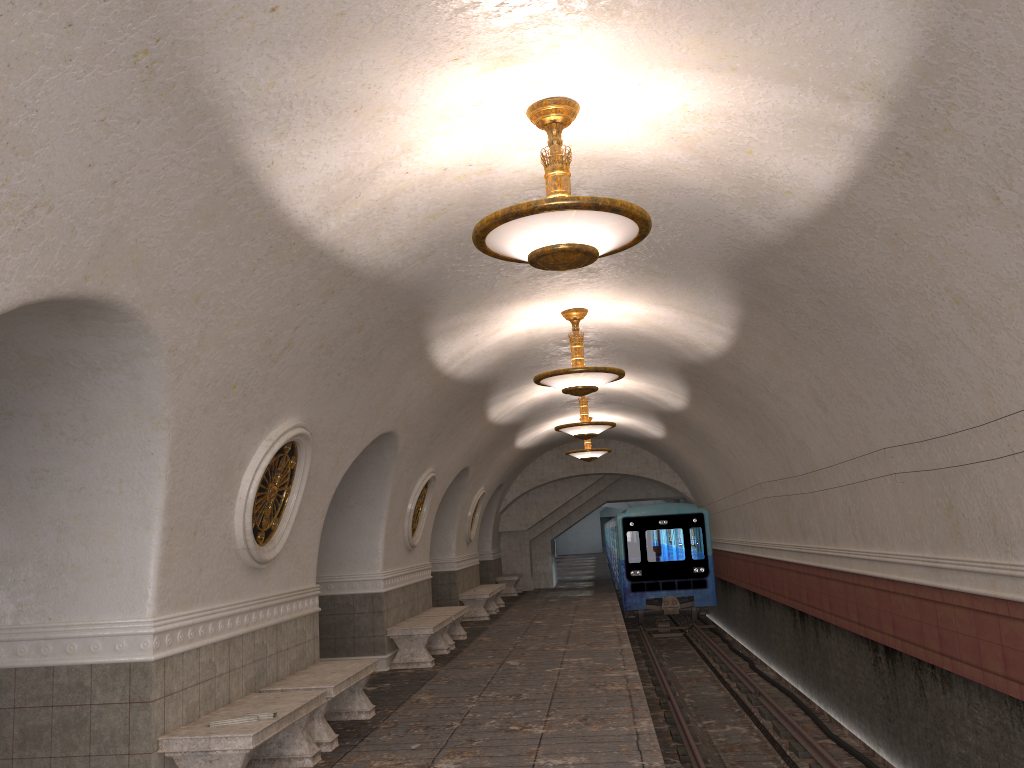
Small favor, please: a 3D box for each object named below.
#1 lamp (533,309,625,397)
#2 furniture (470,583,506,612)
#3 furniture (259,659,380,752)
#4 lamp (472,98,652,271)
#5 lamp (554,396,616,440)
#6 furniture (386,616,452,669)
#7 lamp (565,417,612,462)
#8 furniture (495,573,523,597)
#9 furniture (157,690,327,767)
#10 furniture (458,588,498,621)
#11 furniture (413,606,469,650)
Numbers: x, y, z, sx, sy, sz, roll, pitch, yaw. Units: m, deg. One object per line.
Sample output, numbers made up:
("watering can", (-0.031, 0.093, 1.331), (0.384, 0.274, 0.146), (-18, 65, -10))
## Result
("lamp", (0.722, -0.330, 9.779), (1.008, 0.955, 1.008), (-7, -10, 21))
("furniture", (-0.501, 4.720, 19.559), (0.613, 0.508, 1.509), (-4, -10, 5))
("furniture", (-1.639, 2.798, 7.786), (0.613, 0.508, 1.509), (-4, -10, 5))
("lamp", (0.263, -1.105, 5.034), (1.008, 0.955, 1.008), (-2, -10, -11))
("lamp", (1.181, 0.444, 14.523), (1.008, 0.955, 1.008), (-7, -10, 21))
("furniture", (-1.227, 3.494, 12.049), (0.613, 0.508, 1.509), (-4, -10, 5))
("lamp", (1.639, 1.219, 19.268), (1.008, 0.955, 1.008), (4, -12, -39))
("furniture", (-0.063, 5.461, 24.099), (0.613, 0.508, 1.509), (-4, -10, 5))
("furniture", (-1.799, 2.528, 6.134), (0.613, 0.508, 1.509), (-4, -10, 5))
("furniture", (-0.661, 4.450, 17.907), (0.613, 0.508, 1.509), (-4, -10, 5))
("furniture", (-1.068, 3.763, 13.701), (0.613, 0.508, 1.509), (-4, -10, 5))
